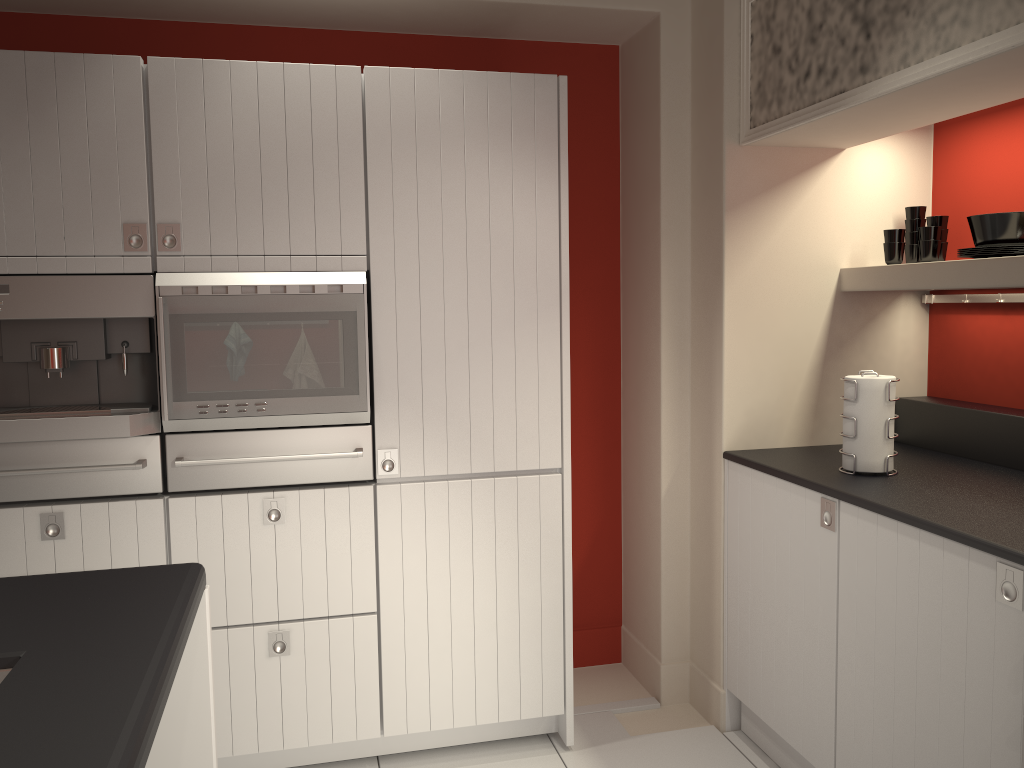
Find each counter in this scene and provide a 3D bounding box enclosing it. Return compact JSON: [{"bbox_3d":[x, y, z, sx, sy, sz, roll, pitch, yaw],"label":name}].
[{"bbox_3d":[1.238,0.293,2.539,0.699,0.026,1.361,-2,5,-13],"label":"counter"},{"bbox_3d":[-1.072,0.494,0.653,1.415,0.050,2.055,-2,5,-13],"label":"counter"}]

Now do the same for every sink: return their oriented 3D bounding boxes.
[{"bbox_3d":[-0.905,0.584,1.021,0.516,0.258,0.568,-2,5,-13],"label":"sink"}]

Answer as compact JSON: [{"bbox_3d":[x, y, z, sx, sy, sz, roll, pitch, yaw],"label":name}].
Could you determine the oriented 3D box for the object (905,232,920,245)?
[{"bbox_3d":[1.426,-0.498,3.138,0.070,0.076,0.070,-5,7,-42],"label":"object"}]

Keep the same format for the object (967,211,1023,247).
[{"bbox_3d":[1.506,-0.457,2.686,0.232,0.108,0.233,2,6,28],"label":"object"}]

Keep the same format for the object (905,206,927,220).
[{"bbox_3d":[1.424,-0.586,3.130,0.070,0.076,0.070,-5,7,-42],"label":"object"}]

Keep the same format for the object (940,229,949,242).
[{"bbox_3d":[1.452,-0.489,3.030,0.070,0.076,0.070,-5,7,-42],"label":"object"}]

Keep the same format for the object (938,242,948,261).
[{"bbox_3d":[1.452,-0.445,3.033,0.070,0.076,0.070,-5,7,-42],"label":"object"}]

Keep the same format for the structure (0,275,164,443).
[{"bbox_3d":[-1.395,-0.090,2.720,0.623,0.470,0.453,-2,5,-13],"label":"structure"}]

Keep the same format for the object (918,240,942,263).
[{"bbox_3d":[1.372,-0.433,2.913,0.070,0.076,0.070,-5,7,-42],"label":"object"}]

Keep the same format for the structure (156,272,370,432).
[{"bbox_3d":[-0.769,-0.110,2.791,0.610,0.472,0.333,-2,5,-13],"label":"structure"}]

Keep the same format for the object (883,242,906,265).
[{"bbox_3d":[1.297,-0.441,3.011,0.070,0.076,0.070,-5,7,-42],"label":"object"}]

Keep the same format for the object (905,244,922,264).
[{"bbox_3d":[1.426,-0.455,3.141,0.070,0.076,0.070,-5,7,-42],"label":"object"}]

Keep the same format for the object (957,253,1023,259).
[{"bbox_3d":[1.507,-0.384,2.693,0.280,0.016,0.280,-2,5,-14],"label":"object"}]

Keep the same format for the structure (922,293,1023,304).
[{"bbox_3d":[1.677,-0.254,2.598,0.054,0.034,1.355,-2,5,-13],"label":"structure"}]

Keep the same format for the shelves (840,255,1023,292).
[{"bbox_3d":[1.517,-0.322,2.562,0.376,0.083,1.379,-2,5,-13],"label":"shelves"}]

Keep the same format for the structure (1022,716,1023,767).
[{"bbox_3d":[1.510,0.859,1.280,0.778,1.084,1.323,-2,5,-13],"label":"structure"}]

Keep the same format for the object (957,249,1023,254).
[{"bbox_3d":[1.507,-0.394,2.692,0.280,0.016,0.280,-2,5,-14],"label":"object"}]

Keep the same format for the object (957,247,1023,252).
[{"bbox_3d":[1.507,-0.400,2.691,0.280,0.016,0.280,-2,5,-14],"label":"object"}]

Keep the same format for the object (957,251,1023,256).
[{"bbox_3d":[1.507,-0.389,2.692,0.280,0.016,0.280,-2,5,-14],"label":"object"}]

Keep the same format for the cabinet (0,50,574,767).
[{"bbox_3d":[-1.128,0.142,2.997,2.557,2.249,0.717,-2,5,-13],"label":"cabinet"}]

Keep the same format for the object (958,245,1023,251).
[{"bbox_3d":[1.507,-0.405,2.691,0.280,0.016,0.280,-2,5,-14],"label":"object"}]

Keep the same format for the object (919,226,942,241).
[{"bbox_3d":[1.371,-0.477,2.910,0.070,0.076,0.070,-5,7,-42],"label":"object"}]

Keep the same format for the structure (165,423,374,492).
[{"bbox_3d":[-0.741,0.228,2.742,0.617,0.177,0.129,-2,5,-13],"label":"structure"}]

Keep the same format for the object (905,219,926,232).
[{"bbox_3d":[1.425,-0.542,3.134,0.070,0.076,0.070,-5,7,-42],"label":"object"}]

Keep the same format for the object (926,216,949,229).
[{"bbox_3d":[1.451,-0.533,3.026,0.070,0.076,0.070,-5,7,-42],"label":"object"}]

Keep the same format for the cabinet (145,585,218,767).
[{"bbox_3d":[-1.066,1.024,0.705,1.423,1.010,2.035,-2,5,-13],"label":"cabinet"}]

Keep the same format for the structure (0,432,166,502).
[{"bbox_3d":[-1.354,0.251,2.597,0.617,0.177,0.129,-2,5,-13],"label":"structure"}]

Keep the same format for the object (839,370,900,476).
[{"bbox_3d":[1.086,0.116,2.700,0.168,0.304,0.163,0,5,16],"label":"object"}]

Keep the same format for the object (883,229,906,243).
[{"bbox_3d":[1.297,-0.484,3.007,0.070,0.076,0.070,-5,7,-42],"label":"object"}]

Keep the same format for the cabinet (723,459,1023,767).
[{"bbox_3d":[1.247,0.801,2.586,0.687,0.993,1.362,-2,5,-13],"label":"cabinet"}]
